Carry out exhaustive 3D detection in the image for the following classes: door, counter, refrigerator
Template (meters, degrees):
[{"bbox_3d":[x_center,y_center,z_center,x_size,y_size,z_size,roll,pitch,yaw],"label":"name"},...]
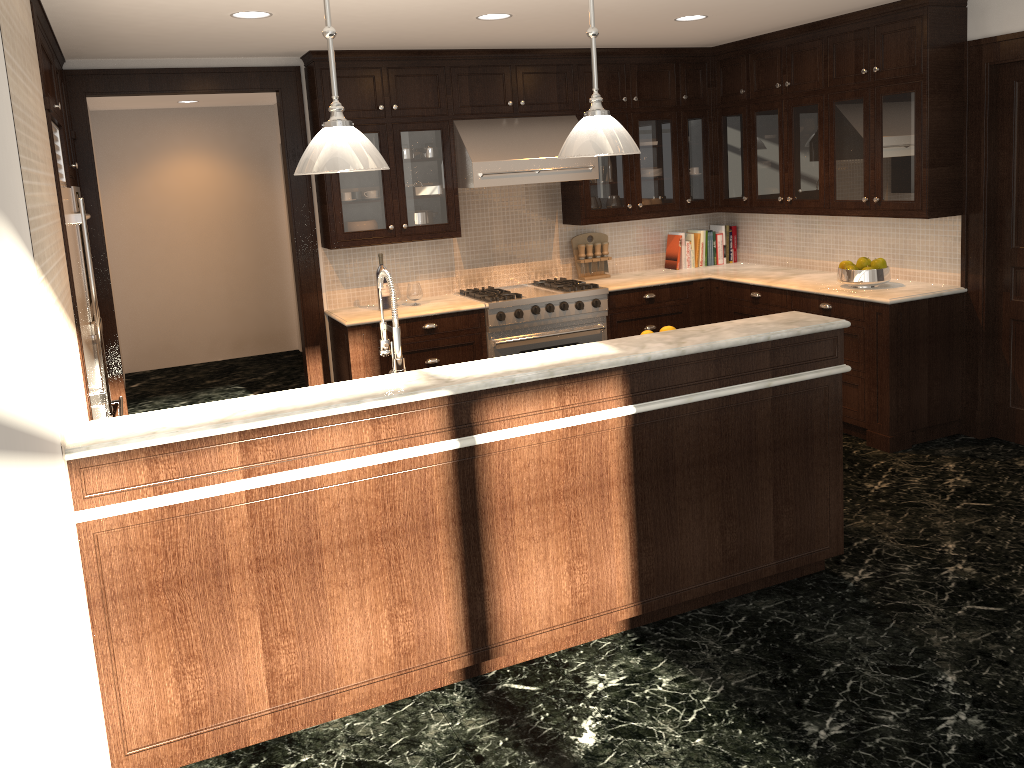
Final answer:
[{"bbox_3d":[2.991,-0.660,4.764,0.109,2.154,0.873,-7,10,-22],"label":"door"},{"bbox_3d":[-0.143,0.056,3.505,2.882,0.031,1.067,-10,15,-23],"label":"counter"},{"bbox_3d":[-2.247,-0.101,4.018,0.690,2.092,0.899,-8,10,-23],"label":"refrigerator"},{"bbox_3d":[0.717,-0.527,5.655,3.383,0.031,2.343,-10,15,-23],"label":"counter"},{"bbox_3d":[-0.002,-0.053,3.150,2.868,0.031,0.332,-10,15,-23],"label":"counter"}]

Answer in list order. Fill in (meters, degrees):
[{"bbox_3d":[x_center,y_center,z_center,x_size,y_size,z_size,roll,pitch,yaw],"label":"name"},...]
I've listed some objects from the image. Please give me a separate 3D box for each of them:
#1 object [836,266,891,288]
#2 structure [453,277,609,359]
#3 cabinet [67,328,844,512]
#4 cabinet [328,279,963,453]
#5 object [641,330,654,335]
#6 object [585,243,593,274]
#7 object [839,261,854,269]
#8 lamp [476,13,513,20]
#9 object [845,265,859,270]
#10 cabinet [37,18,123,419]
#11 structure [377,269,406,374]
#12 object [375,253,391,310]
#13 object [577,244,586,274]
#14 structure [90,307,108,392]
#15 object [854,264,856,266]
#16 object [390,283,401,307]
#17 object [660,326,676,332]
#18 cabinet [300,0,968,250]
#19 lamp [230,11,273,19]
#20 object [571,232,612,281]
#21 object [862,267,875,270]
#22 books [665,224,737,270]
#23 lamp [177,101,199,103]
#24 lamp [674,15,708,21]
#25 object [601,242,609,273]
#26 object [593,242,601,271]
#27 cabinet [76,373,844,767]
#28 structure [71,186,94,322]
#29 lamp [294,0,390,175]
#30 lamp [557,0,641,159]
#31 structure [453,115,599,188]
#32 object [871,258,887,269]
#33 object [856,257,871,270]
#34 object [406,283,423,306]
[{"bbox_3d":[2.203,-0.673,5.533,0.320,0.120,0.321,-11,15,-28],"label":"object"},{"bbox_3d":[0.149,-0.280,6.334,0.910,0.826,0.727,-9,12,-23],"label":"structure"},{"bbox_3d":[-0.006,0.038,3.160,2.849,0.150,0.296,-10,14,-23],"label":"cabinet"},{"bbox_3d":[0.746,-0.082,5.723,3.383,0.868,2.343,-9,14,-23],"label":"cabinet"},{"bbox_3d":[0.631,-0.214,4.101,0.080,0.072,0.083,-12,14,-35],"label":"object"},{"bbox_3d":[0.592,-0.952,6.713,0.061,0.234,0.062,3,11,36],"label":"object"},{"bbox_3d":[2.111,-0.732,5.572,0.091,0.097,0.094,4,13,34],"label":"object"},{"bbox_3d":[-0.100,-2.029,4.717,0.198,0.135,0.200,4,14,31],"label":"lamp"},{"bbox_3d":[2.119,-0.696,5.500,0.100,0.095,0.092,-5,11,-5],"label":"object"},{"bbox_3d":[-2.425,-0.423,4.358,0.760,2.387,1.864,-8,11,-22],"label":"cabinet"},{"bbox_3d":[-0.466,-0.175,3.373,0.051,0.523,0.246,-8,10,-23],"label":"structure"},{"bbox_3d":[-0.856,-0.680,5.855,0.094,0.372,0.096,-5,9,-8],"label":"object"},{"bbox_3d":[0.531,-0.946,6.686,0.062,0.225,0.061,-12,12,-41],"label":"object"},{"bbox_3d":[-2.597,-0.149,4.837,0.668,0.383,0.772,-9,14,-22],"label":"structure"},{"bbox_3d":[2.151,-0.714,5.603,0.091,0.093,0.092,-2,11,8],"label":"object"},{"bbox_3d":[-0.809,-0.604,6.000,0.113,0.149,0.113,-10,12,-30],"label":"object"},{"bbox_3d":[0.740,-0.238,4.165,0.083,0.071,0.082,-5,12,-8],"label":"object"},{"bbox_3d":[0.648,-1.572,5.501,3.382,1.237,2.335,-9,14,-23],"label":"cabinet"},{"bbox_3d":[-1.254,-1.833,4.224,0.198,0.135,0.200,-8,13,-18],"label":"lamp"},{"bbox_3d":[0.620,-0.978,6.733,0.317,0.344,0.111,-9,10,-23],"label":"object"},{"bbox_3d":[2.200,-0.677,5.440,0.091,0.096,0.094,-3,11,6],"label":"object"},{"bbox_3d":[1.517,-1.109,7.113,0.606,0.307,0.196,-9,11,-23],"label":"books"},{"bbox_3d":[-3.025,-2.695,8.223,0.198,0.135,0.200,7,16,41],"label":"lamp"},{"bbox_3d":[1.054,-2.226,5.210,0.197,0.135,0.201,-1,12,12],"label":"lamp"},{"bbox_3d":[0.718,-0.973,6.767,0.061,0.234,0.062,1,10,30],"label":"object"},{"bbox_3d":[0.657,-0.969,6.740,0.061,0.223,0.062,3,11,36],"label":"object"},{"bbox_3d":[-0.113,0.484,3.575,2.861,0.900,1.038,-9,13,-23],"label":"cabinet"},{"bbox_3d":[-2.591,-0.696,4.773,0.616,0.691,0.767,-8,12,-23],"label":"structure"},{"bbox_3d":[-0.595,-1.092,2.906,0.318,0.772,0.322,-5,10,-9],"label":"lamp"},{"bbox_3d":[0.304,-1.245,3.290,0.318,0.772,0.322,-5,10,-9],"label":"lamp"},{"bbox_3d":[0.049,-1.636,6.152,0.935,0.471,0.647,-9,13,-23],"label":"structure"},{"bbox_3d":[2.261,-0.729,5.445,0.093,0.097,0.092,5,14,37],"label":"object"},{"bbox_3d":[2.194,-0.743,5.503,0.096,0.098,0.092,7,15,43],"label":"object"},{"bbox_3d":[-0.658,-0.606,5.970,0.113,0.149,0.113,-10,12,-30],"label":"object"}]
